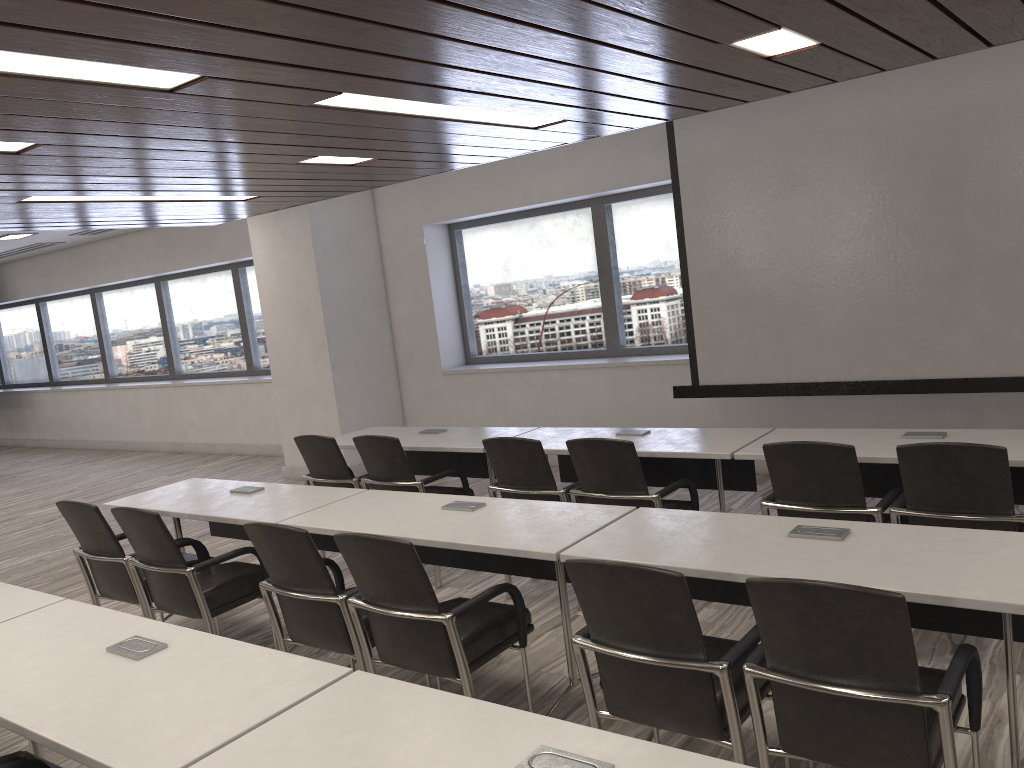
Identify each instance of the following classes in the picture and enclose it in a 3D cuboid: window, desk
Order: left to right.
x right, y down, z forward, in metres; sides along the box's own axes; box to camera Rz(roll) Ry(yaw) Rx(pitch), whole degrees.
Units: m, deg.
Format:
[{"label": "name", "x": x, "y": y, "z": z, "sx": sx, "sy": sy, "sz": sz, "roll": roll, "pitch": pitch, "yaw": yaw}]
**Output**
[{"label": "desk", "x": -2.345, "y": 1.228, "z": 3.505, "sx": 1.509, "sy": 0.795, "sz": 0.577, "roll": -2, "pitch": 9, "yaw": 37}, {"label": "window", "x": -6.101, "y": -0.719, "z": 13.247, "sx": 10.452, "sy": 1.419, "sz": 0.118, "roll": -2, "pitch": 9, "yaw": 37}, {"label": "desk", "x": -1.136, "y": 1.187, "z": 2.581, "sx": 1.509, "sy": 0.795, "sz": 0.577, "roll": -2, "pitch": 9, "yaw": 37}, {"label": "desk", "x": -1.442, "y": 0.973, "z": 4.699, "sx": 1.509, "sy": 0.795, "sz": 0.577, "roll": -2, "pitch": 9, "yaw": 37}, {"label": "desk", "x": -0.551, "y": 0.722, "z": 5.876, "sx": 1.509, "sy": 0.795, "sz": 0.577, "roll": -2, "pitch": 9, "yaw": 37}, {"label": "desk", "x": -0.232, "y": 0.933, "z": 3.775, "sx": 1.509, "sy": 0.795, "sz": 0.577, "roll": -2, "pitch": 9, "yaw": 37}, {"label": "desk", "x": 0.076, "y": 1.147, "z": 1.655, "sx": 1.509, "sy": 0.795, "sz": 0.577, "roll": -2, "pitch": 9, "yaw": 37}, {"label": "desk", "x": 0.659, "y": 0.682, "z": 4.952, "sx": 1.509, "sy": 0.795, "sz": 0.577, "roll": -2, "pitch": 9, "yaw": 37}, {"label": "window", "x": 2.251, "y": -0.997, "z": 6.867, "sx": 6.968, "sy": 1.419, "sz": 0.118, "roll": -2, "pitch": 9, "yaw": 37}, {"label": "desk", "x": 0.980, "y": 0.892, "z": 2.849, "sx": 1.509, "sy": 0.795, "sz": 0.577, "roll": -2, "pitch": 9, "yaw": 37}, {"label": "desk", "x": 1.870, "y": 0.641, "z": 4.026, "sx": 1.509, "sy": 0.795, "sz": 0.577, "roll": -2, "pitch": 9, "yaw": 37}]

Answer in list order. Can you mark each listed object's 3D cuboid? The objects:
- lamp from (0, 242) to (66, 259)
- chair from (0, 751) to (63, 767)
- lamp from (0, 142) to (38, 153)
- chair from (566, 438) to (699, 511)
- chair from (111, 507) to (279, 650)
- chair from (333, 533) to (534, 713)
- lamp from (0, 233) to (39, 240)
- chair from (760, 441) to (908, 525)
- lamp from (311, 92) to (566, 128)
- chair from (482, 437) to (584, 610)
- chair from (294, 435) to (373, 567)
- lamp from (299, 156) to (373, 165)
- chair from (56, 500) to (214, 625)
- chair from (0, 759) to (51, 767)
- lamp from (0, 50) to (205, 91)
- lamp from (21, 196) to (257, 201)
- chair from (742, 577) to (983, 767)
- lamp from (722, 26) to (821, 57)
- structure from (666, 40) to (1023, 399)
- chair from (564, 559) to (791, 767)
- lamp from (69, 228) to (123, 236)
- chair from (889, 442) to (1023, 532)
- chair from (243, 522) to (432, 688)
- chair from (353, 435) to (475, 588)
[{"label": "lamp", "x": -3.857, "y": -1.417, "z": 7.240, "sx": 1.469, "sy": 0.552, "sz": 14.295, "roll": -11, "pitch": 8, "yaw": -29}, {"label": "chair", "x": -1.573, "y": 1.187, "z": 2.429, "sx": 0.513, "sy": 0.939, "sz": 0.638, "roll": -2, "pitch": 8, "yaw": 36}, {"label": "lamp", "x": -2.353, "y": -0.831, "z": 2.909, "sx": 0.236, "sy": 0.045, "sz": 1.495, "roll": -2, "pitch": 8, "yaw": 37}, {"label": "chair", "x": 0.639, "y": 0.665, "z": 4.500, "sx": 0.513, "sy": 0.939, "sz": 0.638, "roll": -2, "pitch": 9, "yaw": 37}, {"label": "chair", "x": -1.463, "y": 0.958, "z": 4.237, "sx": 0.513, "sy": 0.939, "sz": 0.638, "roll": -2, "pitch": 8, "yaw": 37}, {"label": "chair", "x": -0.256, "y": 0.919, "z": 3.304, "sx": 0.513, "sy": 0.939, "sz": 0.638, "roll": -2, "pitch": 8, "yaw": 37}, {"label": "lamp", "x": -5.815, "y": -1.770, "z": 10.342, "sx": 0.519, "sy": 0.120, "sz": 0.324, "roll": -2, "pitch": 9, "yaw": 37}, {"label": "chair", "x": 1.426, "y": 0.641, "z": 3.881, "sx": 0.513, "sy": 0.939, "sz": 0.638, "roll": -2, "pitch": 9, "yaw": 37}, {"label": "lamp", "x": -0.253, "y": -1.205, "z": 3.862, "sx": 0.236, "sy": 0.045, "sz": 1.495, "roll": -2, "pitch": 8, "yaw": 37}, {"label": "chair", "x": 0.220, "y": 0.680, "z": 4.813, "sx": 0.513, "sy": 0.939, "sz": 0.638, "roll": -2, "pitch": 9, "yaw": 38}, {"label": "chair", "x": -0.992, "y": 0.722, "z": 5.725, "sx": 0.513, "sy": 0.939, "sz": 0.638, "roll": -2, "pitch": 9, "yaw": 38}, {"label": "lamp", "x": -0.947, "y": -1.227, "z": 4.767, "sx": 0.236, "sy": 0.046, "sz": 0.421, "roll": -2, "pitch": 8, "yaw": 37}, {"label": "chair", "x": -1.881, "y": 0.971, "z": 4.559, "sx": 0.513, "sy": 0.939, "sz": 0.638, "roll": -2, "pitch": 8, "yaw": 37}, {"label": "chair", "x": -1.151, "y": 1.171, "z": 2.125, "sx": 0.513, "sy": 0.939, "sz": 0.638, "roll": -2, "pitch": 9, "yaw": 38}, {"label": "lamp", "x": -1.479, "y": -0.860, "z": 2.242, "sx": 0.236, "sy": 0.045, "sz": 1.495, "roll": -2, "pitch": 8, "yaw": 37}, {"label": "lamp", "x": -2.176, "y": -1.141, "z": 5.330, "sx": 0.236, "sy": 0.045, "sz": 1.495, "roll": -2, "pitch": 8, "yaw": 37}, {"label": "chair", "x": 0.960, "y": 0.876, "z": 2.398, "sx": 0.513, "sy": 0.939, "sz": 0.638, "roll": -2, "pitch": 8, "yaw": 36}, {"label": "lamp", "x": 0.975, "y": -1.291, "z": 3.298, "sx": 0.236, "sy": 0.046, "sz": 0.421, "roll": -2, "pitch": 8, "yaw": 37}, {"label": "structure", "x": 2.469, "y": -1.091, "z": 5.333, "sx": 3.550, "sy": 2.329, "sz": 0.438, "roll": -2, "pitch": 9, "yaw": 37}, {"label": "chair", "x": 0.528, "y": 0.893, "z": 2.705, "sx": 0.513, "sy": 0.939, "sz": 0.638, "roll": -2, "pitch": 9, "yaw": 38}, {"label": "lamp", "x": -1.372, "y": -1.658, "z": 6.668, "sx": 1.499, "sy": 0.552, "sz": 12.001, "roll": -12, "pitch": 8, "yaw": -35}, {"label": "chair", "x": 1.851, "y": 0.625, "z": 3.573, "sx": 0.513, "sy": 0.939, "sz": 0.638, "roll": -2, "pitch": 9, "yaw": 37}, {"label": "chair", "x": -0.670, "y": 0.932, "z": 3.624, "sx": 0.513, "sy": 0.939, "sz": 0.638, "roll": -2, "pitch": 9, "yaw": 37}, {"label": "chair", "x": -0.568, "y": 0.705, "z": 5.422, "sx": 0.513, "sy": 0.939, "sz": 0.638, "roll": -2, "pitch": 9, "yaw": 37}]
